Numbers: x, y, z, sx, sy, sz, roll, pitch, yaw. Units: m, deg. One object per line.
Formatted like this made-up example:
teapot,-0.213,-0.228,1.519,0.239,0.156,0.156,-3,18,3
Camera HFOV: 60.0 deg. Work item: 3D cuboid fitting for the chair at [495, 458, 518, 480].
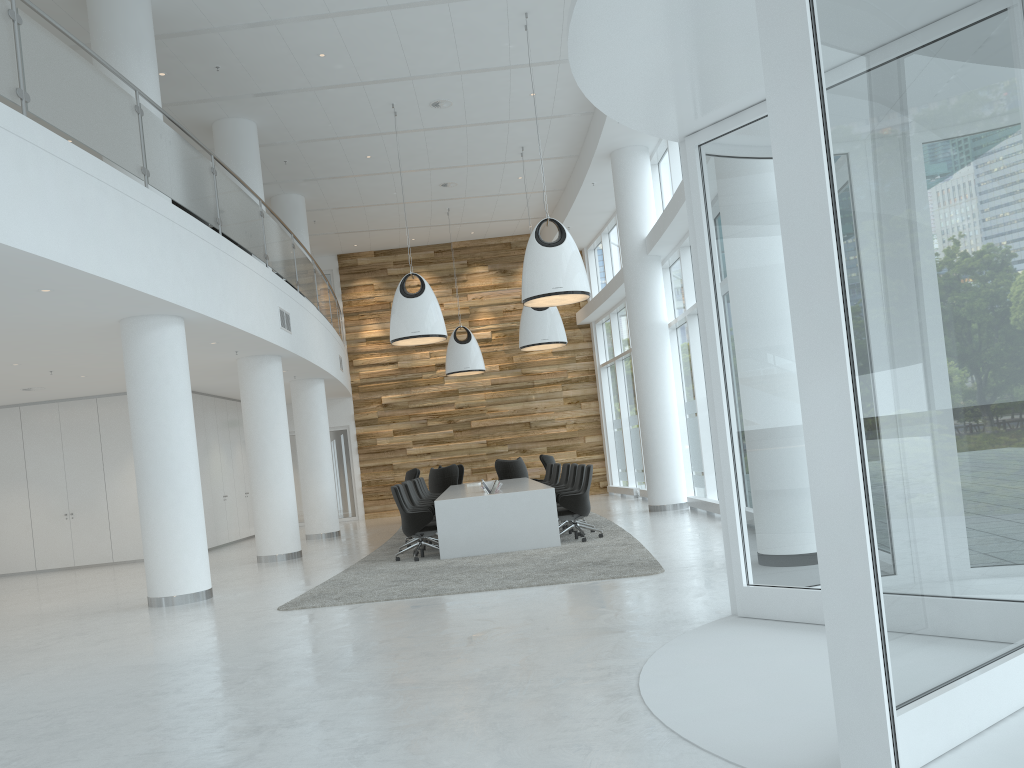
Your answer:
chair,-0.145,2.290,20.443,0.916,1.151,0.917,-7,-2,17

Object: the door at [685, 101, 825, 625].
door,2.578,-0.320,4.115,2.999,3.106,3.000,-7,-3,7

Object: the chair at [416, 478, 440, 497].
chair,-1.431,2.175,16.166,0.673,0.965,0.687,-6,-2,-3

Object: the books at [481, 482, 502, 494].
books,-0.264,1.544,12.531,0.231,0.275,0.597,-7,-4,18

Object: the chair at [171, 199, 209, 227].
chair,-4.181,-2.062,10.831,0.912,1.151,0.920,-6,-2,-12

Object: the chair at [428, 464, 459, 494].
chair,-1.249,2.243,18.393,0.916,1.151,0.917,-7,-2,17

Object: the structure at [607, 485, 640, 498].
structure,2.560,2.473,20.392,0.150,0.213,2.698,-6,-5,-7

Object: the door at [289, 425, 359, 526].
door,-4.857,2.333,22.376,1.805,2.398,0.132,-6,-1,0

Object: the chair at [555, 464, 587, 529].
chair,0.732,1.697,13.168,0.673,0.965,0.687,-6,-2,-3

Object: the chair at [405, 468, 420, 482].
chair,-1.852,2.387,19.359,0.916,1.151,0.917,-6,-2,-12

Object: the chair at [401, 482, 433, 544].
chair,-1.371,1.976,13.801,0.673,0.965,0.687,-6,-2,-8

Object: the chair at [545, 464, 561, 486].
chair,0.602,1.896,15.447,0.673,0.965,0.687,-6,-2,-3

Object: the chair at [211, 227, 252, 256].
chair,-4.138,-1.928,12.540,0.913,1.151,0.920,-6,-2,-9

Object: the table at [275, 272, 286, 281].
table,-4.220,-1.482,15.416,0.803,0.753,0.797,-8,-3,37

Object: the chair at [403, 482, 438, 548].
chair,-1.259,1.905,13.069,0.673,0.965,0.687,-6,-2,-3

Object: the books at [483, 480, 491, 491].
books,-0.477,1.901,16.566,0.139,0.223,0.162,-6,-2,-2

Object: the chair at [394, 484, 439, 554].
chair,-1.272,1.840,12.254,0.673,0.965,0.687,-6,-2,-3

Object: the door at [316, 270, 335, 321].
door,-5.283,-1.602,22.423,1.805,2.398,0.132,-6,-1,0

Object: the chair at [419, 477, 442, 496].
chair,-1.460,2.244,16.979,0.674,0.965,0.686,-6,-2,2

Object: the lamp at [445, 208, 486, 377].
lamp,-1.208,-2.030,19.447,0.887,3.643,0.881,-7,-1,36

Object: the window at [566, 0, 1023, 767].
window,-17.688,1.488,18.109,63.188,6.132,30.757,-10,-6,37

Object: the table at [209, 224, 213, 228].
table,-4.122,-1.797,11.657,0.798,0.753,0.802,-6,-3,-12

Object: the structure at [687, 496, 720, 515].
structure,2.984,1.853,13.318,0.150,0.213,2.696,-6,-5,-1

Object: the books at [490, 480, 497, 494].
books,-0.305,1.681,14.456,0.139,0.229,0.357,-6,-3,-3

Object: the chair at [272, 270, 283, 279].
chair,-4.237,-1.751,14.589,0.912,1.151,0.921,-6,-2,-15

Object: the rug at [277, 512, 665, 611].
rug,-0.428,2.429,14.588,3.937,0.010,13.485,-6,-5,-2

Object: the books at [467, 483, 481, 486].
books,-0.701,1.839,16.286,0.224,0.026,0.264,-7,-5,7

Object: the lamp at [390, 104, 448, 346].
lamp,-1.618,-2.460,13.602,0.888,3.643,0.881,-7,-1,43

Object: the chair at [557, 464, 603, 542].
chair,0.803,1.557,11.536,0.674,0.965,0.686,-6,-2,2

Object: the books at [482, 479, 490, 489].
books,-0.496,1.923,16.904,0.153,0.241,0.183,-6,-2,-2

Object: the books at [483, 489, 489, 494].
books,-0.307,1.519,12.034,0.143,0.226,0.204,-6,-2,-4

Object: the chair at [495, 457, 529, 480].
chair,-0.072,2.117,18.413,0.911,1.151,0.921,-4,-3,-42

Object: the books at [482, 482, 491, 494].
books,-0.412,1.742,14.808,0.153,0.238,0.191,-6,-2,-3

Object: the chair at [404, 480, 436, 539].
chair,-1.421,2.045,14.585,0.674,0.965,0.686,-6,-2,2

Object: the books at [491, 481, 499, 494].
books,-0.288,1.698,14.476,0.158,0.241,0.353,-6,-3,-3

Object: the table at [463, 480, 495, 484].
table,-0.673,2.487,19.393,0.801,0.695,0.799,-7,-3,22

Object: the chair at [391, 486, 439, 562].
chair,-1.205,1.762,11.380,0.673,0.965,0.687,-6,-2,-8

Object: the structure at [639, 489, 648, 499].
structure,2.838,2.187,17.244,0.150,0.213,2.697,-6,-5,-4

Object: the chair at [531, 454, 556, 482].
chair,0.552,2.137,19.482,0.916,1.151,0.917,-6,-2,-12

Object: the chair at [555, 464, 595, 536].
chair,0.774,1.627,12.349,0.673,0.965,0.687,-6,-2,-3

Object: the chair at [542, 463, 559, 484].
chair,0.615,1.961,16.262,0.673,0.965,0.687,-6,-2,-3

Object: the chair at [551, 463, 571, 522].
chair,0.714,1.825,14.714,0.673,0.965,0.687,-6,-2,-8

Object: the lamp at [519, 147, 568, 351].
lamp,0.376,-2.473,16.103,0.888,3.643,0.881,-7,-1,41

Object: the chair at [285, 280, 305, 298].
chair,-4.281,-1.608,16.298,0.912,1.151,0.920,-6,-2,-12

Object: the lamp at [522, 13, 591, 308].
lamp,0.370,-2.864,11.273,0.888,3.643,0.881,-7,-1,43

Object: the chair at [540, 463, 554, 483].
chair,0.548,2.039,17.136,0.673,0.965,0.687,-6,-2,-8

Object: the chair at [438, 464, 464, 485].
chair,-1.304,2.411,20.393,0.911,1.151,0.921,-4,-3,-42

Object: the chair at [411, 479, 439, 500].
chair,-1.389,2.104,15.348,0.673,0.965,0.687,-6,-2,-3

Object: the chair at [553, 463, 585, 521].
chair,0.764,1.756,13.931,0.674,0.965,0.686,-6,-2,2

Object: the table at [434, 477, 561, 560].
table,-0.302,2.016,14.260,1.500,0.738,6.575,-6,-5,-3
